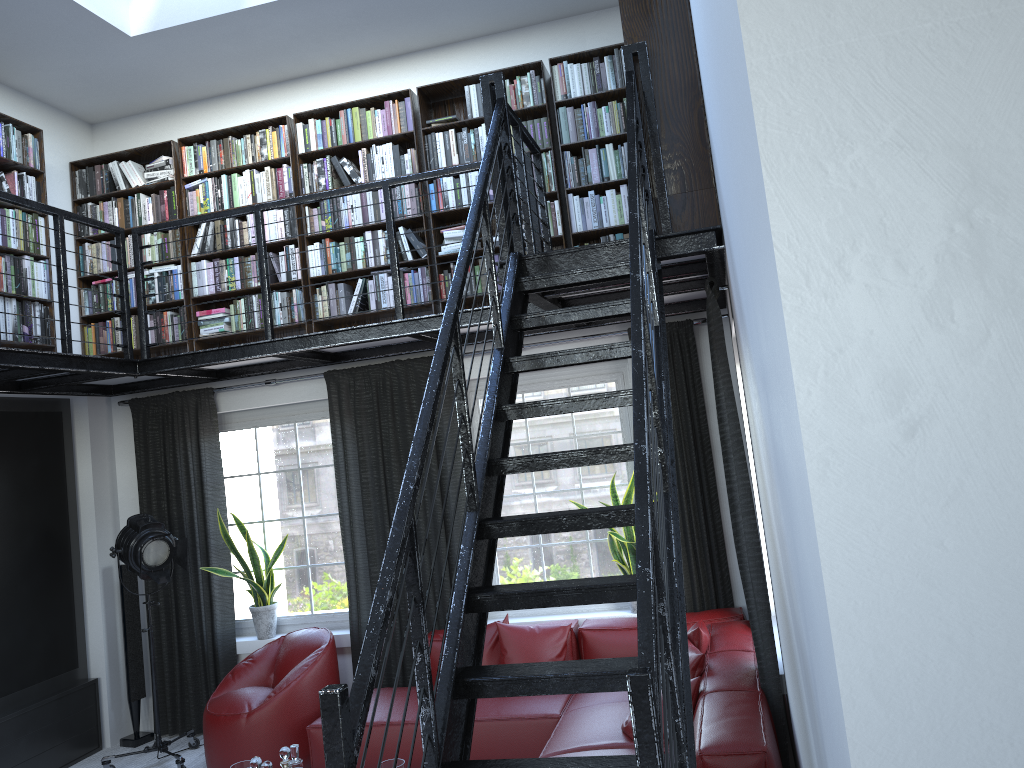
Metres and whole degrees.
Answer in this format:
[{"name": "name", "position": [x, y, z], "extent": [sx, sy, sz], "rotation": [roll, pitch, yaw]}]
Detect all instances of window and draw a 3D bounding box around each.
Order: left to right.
[{"name": "window", "position": [-1.633, 0.957, 6.315], "extent": [1.166, 1.611, 0.132], "rotation": [-8, -6, 13]}, {"name": "window", "position": [0.302, 0.701, 5.861], "extent": [1.166, 1.611, 0.132], "rotation": [-8, -6, 13]}]

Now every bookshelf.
[{"name": "bookshelf", "position": [-1.282, -1.146, 4.668], "extent": [4.470, 1.622, 3.082], "rotation": [-8, -4, 13]}]

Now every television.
[{"name": "television", "position": [-3.392, 1.248, 4.572], "extent": [0.116, 2.435, 3.345], "rotation": [-8, -5, 13]}]

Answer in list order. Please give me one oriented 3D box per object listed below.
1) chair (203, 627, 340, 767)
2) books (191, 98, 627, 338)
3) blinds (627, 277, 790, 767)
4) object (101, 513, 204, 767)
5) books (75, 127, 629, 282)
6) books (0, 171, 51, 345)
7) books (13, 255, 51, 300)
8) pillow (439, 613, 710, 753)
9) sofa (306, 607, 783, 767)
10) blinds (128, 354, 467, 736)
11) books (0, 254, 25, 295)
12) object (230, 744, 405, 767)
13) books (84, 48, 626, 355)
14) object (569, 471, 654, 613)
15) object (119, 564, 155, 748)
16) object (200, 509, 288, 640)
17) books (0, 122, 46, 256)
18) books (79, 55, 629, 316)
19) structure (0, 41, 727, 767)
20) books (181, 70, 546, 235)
[{"name": "chair", "position": [-1.483, 1.954, 5.486], "extent": [0.831, 0.714, 0.827], "rotation": [-5, -5, -25]}, {"name": "books", "position": [-0.592, -1.070, 5.916], "extent": [3.387, 1.126, 0.240], "rotation": [-8, -6, 13]}, {"name": "blinds", "position": [1.184, 0.726, 4.705], "extent": [0.528, 2.388, 1.743], "rotation": [-6, -5, -4]}, {"name": "object", "position": [-1.174, 1.489, 5.693], "extent": [2.906, 1.584, 0.750], "rotation": [-6, -5, -3]}, {"name": "books", "position": [-0.973, -1.162, 5.998], "extent": [4.436, 1.401, 0.241], "rotation": [-8, -6, 13]}, {"name": "books", "position": [-1.382, -1.229, 4.279], "extent": [4.372, 1.413, 2.200], "rotation": [-8, -4, 12]}, {"name": "books", "position": [-1.304, -1.086, 4.561], "extent": [4.330, 1.144, 1.595], "rotation": [-8, -4, 12]}, {"name": "pillow", "position": [0.507, 1.480, 4.819], "extent": [0.984, 0.403, 1.948], "rotation": [-4, -5, -34]}, {"name": "sofa", "position": [-0.092, 1.736, 3.994], "extent": [2.539, 0.658, 3.273], "rotation": [-8, -4, 13]}, {"name": "blinds", "position": [-1.457, 1.123, 6.040], "extent": [2.505, 2.394, 0.125], "rotation": [-8, -6, 13]}, {"name": "books", "position": [-1.237, -1.214, 4.797], "extent": [4.378, 1.409, 1.167], "rotation": [-8, -5, 13]}, {"name": "object", "position": [-0.943, 1.759, 3.988], "extent": [1.007, 0.295, 0.511], "rotation": [-8, -4, 16]}, {"name": "books", "position": [-1.104, -1.191, 5.535], "extent": [4.429, 1.434, 1.283], "rotation": [-8, -5, 15]}, {"name": "object", "position": [0.659, 0.965, 5.467], "extent": [0.553, 0.943, 0.524], "rotation": [-7, -5, 2]}, {"name": "object", "position": [-2.655, 1.873, 6.175], "extent": [0.157, 1.225, 0.157], "rotation": [-10, -7, 29]}, {"name": "object", "position": [-1.907, 1.305, 6.093], "extent": [0.552, 0.943, 0.525], "rotation": [-9, -6, 24]}, {"name": "books", "position": [-3.407, -0.974, 4.729], "extent": [0.314, 1.427, 2.202], "rotation": [-8, -4, 14]}, {"name": "books", "position": [-0.972, -1.173, 6.003], "extent": [4.430, 1.417, 0.226], "rotation": [-8, -6, 13]}, {"name": "structure", "position": [-1.275, 0.479, 3.761], "extent": [4.483, 3.365, 4.606], "rotation": [-8, -4, 13]}, {"name": "books", "position": [-1.007, -1.456, 6.041], "extent": [2.633, 0.830, 0.213], "rotation": [-8, -6, 13]}]
